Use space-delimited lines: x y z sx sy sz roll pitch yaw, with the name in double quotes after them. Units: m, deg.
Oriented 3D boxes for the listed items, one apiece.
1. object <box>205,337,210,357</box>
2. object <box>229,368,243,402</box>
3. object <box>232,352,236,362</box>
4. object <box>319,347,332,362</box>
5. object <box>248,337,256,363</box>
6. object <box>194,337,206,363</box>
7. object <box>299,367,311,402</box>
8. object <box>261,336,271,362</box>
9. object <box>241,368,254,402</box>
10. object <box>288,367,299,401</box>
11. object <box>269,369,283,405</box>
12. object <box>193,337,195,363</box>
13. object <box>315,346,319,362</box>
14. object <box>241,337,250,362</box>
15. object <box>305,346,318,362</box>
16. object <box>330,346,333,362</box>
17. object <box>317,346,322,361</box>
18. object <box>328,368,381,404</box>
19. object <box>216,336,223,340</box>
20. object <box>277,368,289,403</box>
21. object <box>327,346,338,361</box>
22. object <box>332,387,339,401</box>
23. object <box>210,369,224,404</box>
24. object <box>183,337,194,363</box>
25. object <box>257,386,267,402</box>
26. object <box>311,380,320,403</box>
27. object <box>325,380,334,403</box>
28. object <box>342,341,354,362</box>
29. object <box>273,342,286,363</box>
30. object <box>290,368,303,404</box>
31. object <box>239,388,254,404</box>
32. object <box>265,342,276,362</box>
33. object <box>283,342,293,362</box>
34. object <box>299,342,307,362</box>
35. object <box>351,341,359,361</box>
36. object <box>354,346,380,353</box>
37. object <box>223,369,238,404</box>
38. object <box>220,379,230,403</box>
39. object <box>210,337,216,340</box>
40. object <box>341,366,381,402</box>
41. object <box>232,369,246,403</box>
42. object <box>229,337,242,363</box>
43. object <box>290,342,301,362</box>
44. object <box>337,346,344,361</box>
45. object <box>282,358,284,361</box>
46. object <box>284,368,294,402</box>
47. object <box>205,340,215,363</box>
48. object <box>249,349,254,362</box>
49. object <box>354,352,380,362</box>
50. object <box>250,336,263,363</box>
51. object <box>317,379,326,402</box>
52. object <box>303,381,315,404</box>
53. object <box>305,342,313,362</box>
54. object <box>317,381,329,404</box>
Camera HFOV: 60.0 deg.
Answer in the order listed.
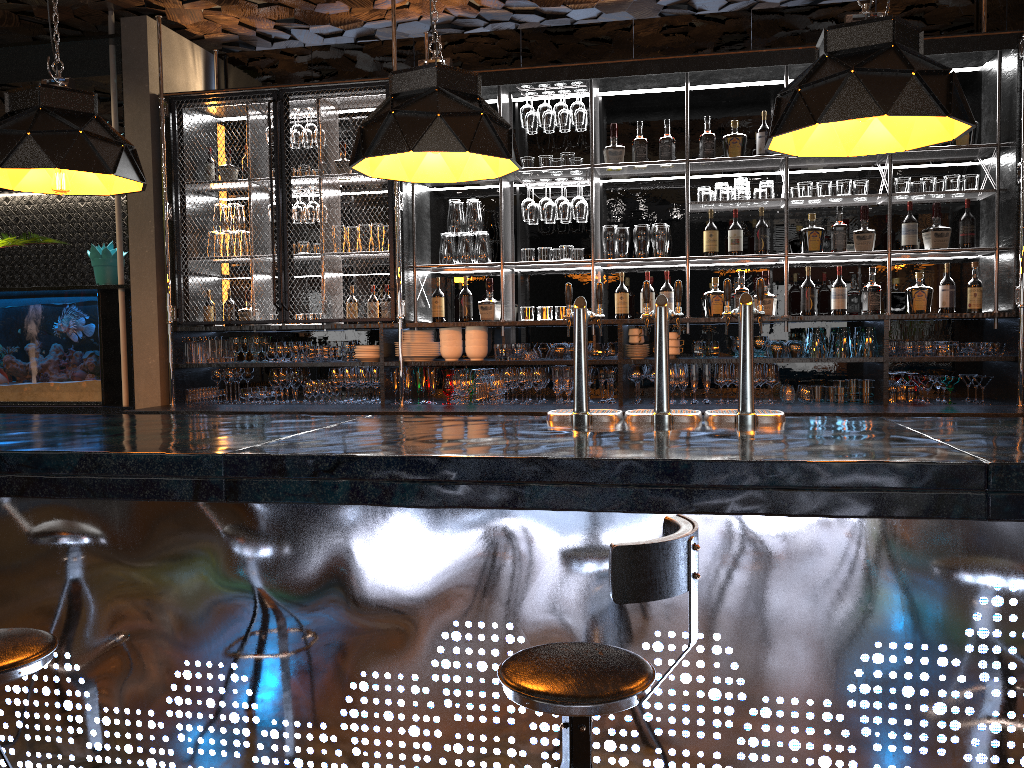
-2.058 -0.231 5.948 0.067 0.174 0.067 1 4 36 "object"
-1.897 0.004 6.082 0.091 0.227 0.091 0 3 15 "object"
-1.932 -0.231 6.128 0.051 0.152 0.058 -2 4 -28 "object"
-1.192 -0.188 5.669 0.078 0.099 0.078 -2 3 -22 "object"
-1.697 -0.227 5.848 0.087 0.170 0.087 -3 4 -28 "object"
-2.066 -0.226 5.871 0.067 0.174 0.067 -3 4 -40 "object"
-1.387 0.004 5.930 0.088 0.229 0.077 0 3 12 "object"
-1.669 -0.235 5.990 0.087 0.170 0.087 -3 4 -28 "object"
-1.799 0.005 6.038 0.091 0.227 0.091 -2 3 -26 "object"
-1.481 0.001 6.005 0.077 0.229 0.088 -2 3 -14 "object"
-1.531 0.016 5.744 0.088 0.229 0.077 1 3 24 "object"
-2.129 -0.230 5.949 0.067 0.174 0.067 -3 4 -39 "object"
-1.295 -0.195 5.782 0.078 0.103 0.078 -3 4 -36 "object"
-1.777 -0.229 5.903 0.087 0.170 0.087 -3 4 -28 "object"
-1.288 -0.190 5.695 0.078 0.103 0.078 -3 4 -36 "object"
-1.206 -0.193 5.764 0.078 0.099 0.078 -2 3 -22 "object"
-1.279 -0.200 5.872 0.078 0.103 0.078 -3 4 -36 "object"
-0.993 0.010 5.741 0.376 0.227 0.186 0 3 9 "object"
-2.027 -0.241 6.122 0.067 0.174 0.067 -3 4 -39 "object"
-1.512 0.011 5.834 0.088 0.229 0.077 -3 4 -29 "object"
-1.188 -0.199 5.855 0.078 0.099 0.078 -2 3 -22 "object"
-1.180 0.041 5.950 0.074 0.146 0.065 1 4 33 "object"
-1.939 0.017 5.843 0.091 0.227 0.091 -2 3 -26 "object"
-2.146 -0.225 5.875 0.067 0.174 0.067 0 3 19 "object"
-1.696 0.068 6.008 0.093 0.101 0.093 -1 3 -2 "object"
-1.300 0.048 5.862 0.065 0.146 0.074 1 3 23 "object"
-1.204 0.047 5.850 0.065 0.146 0.074 1 4 34 "object"
-1.062 -0.210 5.736 0.074 0.131 0.074 1 3 24 "object"
-1.506 -0.206 5.748 0.081 0.132 0.081 -2 3 -17 "object"
-1.414 0.011 5.810 0.088 0.229 0.077 0 3 11 "object"
-1.738 0.079 5.803 0.093 0.101 0.093 -2 3 -21 "object"
-1.578 -0.208 5.814 0.081 0.132 0.081 -2 3 -17 "object"
-1.486 -0.212 5.866 0.081 0.132 0.081 -2 3 -17 "object"
-1.375 -0.209 5.799 0.074 0.131 0.074 1 3 24 "object"
-1.057 -0.220 5.916 0.074 0.131 0.074 1 3 24 "object"
-0.905 -0.217 5.684 0.209 0.060 0.211 -3 4 -34 "object"
-1.847 0.017 5.823 0.091 0.227 0.091 1 4 34 "object"
-1.916 0.011 5.949 0.091 0.227 0.091 -3 4 -39 "object"
-2.044 -0.236 6.037 0.067 0.174 0.067 -3 4 -28 "object"
-0.955 -0.001 5.933 0.376 0.227 0.186 0 3 9 "object"
-1.825 0.011 5.924 0.091 0.227 0.091 -2 3 -26 "object"
-1.800 -0.222 5.787 0.087 0.170 0.087 -3 4 -28 "object"
-1.394 -0.204 5.714 0.074 0.131 0.074 1 3 24 "object"
-1.168 -0.203 5.936 0.078 0.099 0.078 -2 3 -22 "object"
-1.550 -0.216 5.958 0.081 0.132 0.081 -2 3 -17 "object"
-1.500 0.006 5.915 0.077 0.229 0.088 1 3 27 "object"
-1.989 -0.214 5.838 0.051 0.152 0.058 0 3 16 "object"
-1.754 -0.236 6.019 0.087 0.170 0.087 -3 4 -28 "object"
-0.905 -0.176 5.687 0.211 0.060 0.209 -3 4 -29 "object"
-1.654 -0.222 5.747 0.087 0.170 0.087 -3 4 -28 "object"
-1.281 0.042 5.957 0.065 0.146 0.074 2 4 41 "object"
-1.318 0.054 5.759 0.074 0.146 0.065 -2 3 -12 "object"
-1.358 -0.214 5.884 0.074 0.131 0.074 1 3 24 "object"
-1.224 0.053 5.745 0.074 0.146 0.065 -1 3 5 "object"
